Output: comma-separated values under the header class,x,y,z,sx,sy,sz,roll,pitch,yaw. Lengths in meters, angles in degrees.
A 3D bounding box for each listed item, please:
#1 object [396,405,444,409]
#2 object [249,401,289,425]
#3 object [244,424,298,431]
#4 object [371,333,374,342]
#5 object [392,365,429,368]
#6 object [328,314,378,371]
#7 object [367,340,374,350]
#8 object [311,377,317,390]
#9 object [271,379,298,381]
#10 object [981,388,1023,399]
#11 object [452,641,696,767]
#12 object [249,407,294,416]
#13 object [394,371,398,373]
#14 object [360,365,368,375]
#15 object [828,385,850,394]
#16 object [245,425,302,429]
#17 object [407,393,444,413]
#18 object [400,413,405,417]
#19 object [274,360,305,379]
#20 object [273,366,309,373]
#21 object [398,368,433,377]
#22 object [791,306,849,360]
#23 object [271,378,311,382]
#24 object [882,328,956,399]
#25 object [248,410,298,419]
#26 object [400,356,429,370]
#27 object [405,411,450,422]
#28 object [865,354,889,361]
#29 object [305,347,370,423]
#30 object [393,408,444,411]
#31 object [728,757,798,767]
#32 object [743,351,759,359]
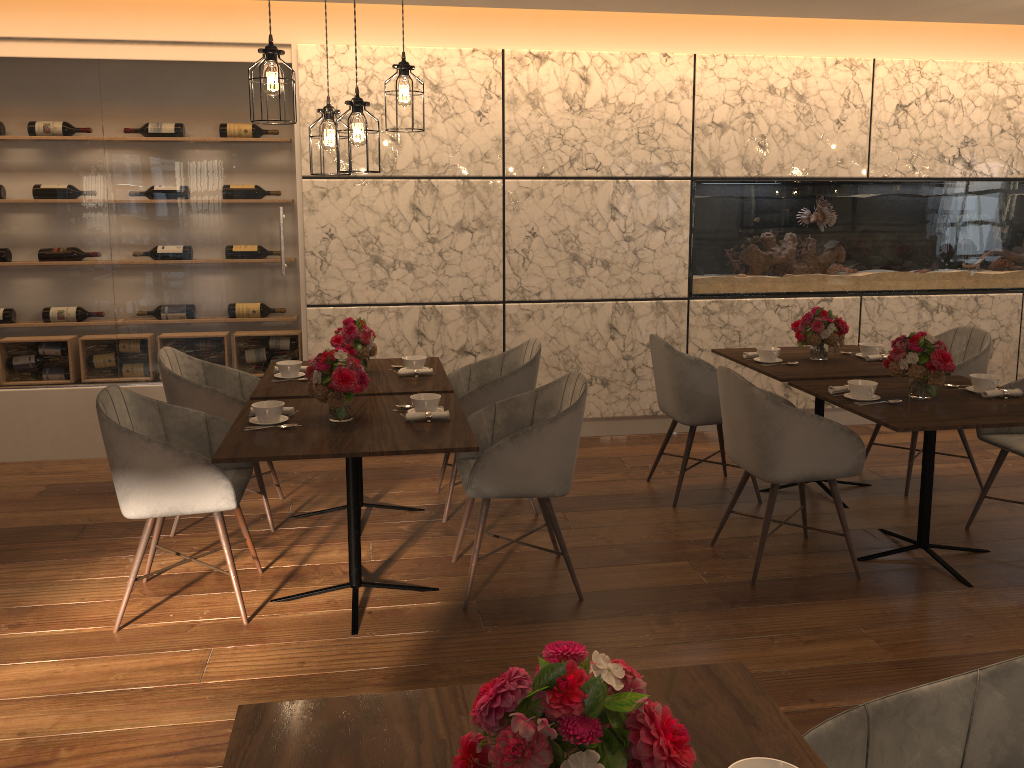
class,x,y,z,sx,sy,sz,roll,pitch,yaw
object,-0.383,0.092,3.666,0.197,0.015,0.043,-3,11,-13
object,-0.942,0.113,3.424,0.148,0.071,0.149,-7,13,-31
object,-0.905,0.163,3.321,0.197,0.015,0.043,-3,11,-13
object,-0.711,-0.227,4.369,0.076,0.052,0.048,-6,11,-29
object,-0.527,-0.090,4.564,0.197,0.015,0.043,-3,11,-13
object,-0.790,-0.199,4.387,0.234,0.299,0.308,2,10,12
object,-0.719,-0.192,4.349,0.077,0.051,0.050,0,10,1
object,-0.749,-0.006,3.434,0.078,0.051,0.050,-10,14,-42
object,-1.048,-0.021,4.255,0.211,0.004,0.022,-2,12,-9
object,2.120,0.040,3.830,0.175,0.039,0.056,-2,11,-9
object,0.080,0.461,1.133,0.305,0.299,0.236,2,10,10
object,-0.960,0.107,3.538,0.175,0.039,0.056,-2,11,-9
object,-0.487,-0.057,4.376,0.192,0.024,0.025,-2,10,-9
object,-0.596,-0.050,3.459,0.046,0.052,0.077,9,14,42
object,1.489,0.023,3.923,0.175,0.039,0.056,-2,11,-9
object,-0.903,0.162,3.357,0.211,0.004,0.022,-2,12,-9
object,-0.346,0.085,3.554,0.148,0.071,0.149,-7,13,-31
object,-0.343,0.125,3.478,0.192,0.024,0.025,-2,10,-9
object,-1.086,-0.069,4.322,0.148,0.071,0.149,-7,13,-31
object,-1.104,-0.075,4.436,0.175,0.039,0.056,-2,11,-9
object,-0.472,-0.058,4.343,0.175,0.039,0.056,-2,11,-9
object,1.657,-0.284,4.775,0.305,0.299,0.236,-1,10,-7
object,-1.050,-0.021,4.226,0.197,0.015,0.043,-1,11,-5
object,1.777,-0.094,3.840,0.235,0.299,0.307,-6,11,-31
object,-0.945,0.121,3.507,0.192,0.024,0.025,-2,10,-9
object,-0.491,-0.097,4.452,0.148,0.071,0.149,-7,13,-31
object,-0.328,0.125,3.445,0.175,0.039,0.056,-2,11,-9
object,1.976,-0.142,4.728,0.175,0.039,0.056,-2,11,-9
object,-0.671,-0.010,3.455,0.235,0.299,0.307,-6,11,-31
object,-0.384,0.105,3.631,0.211,0.004,0.022,-2,12,-9
object,0.343,0.567,1.176,0.149,0.071,0.149,-10,14,-41
object,1.344,-0.159,4.821,0.175,0.039,0.056,-2,11,-9
